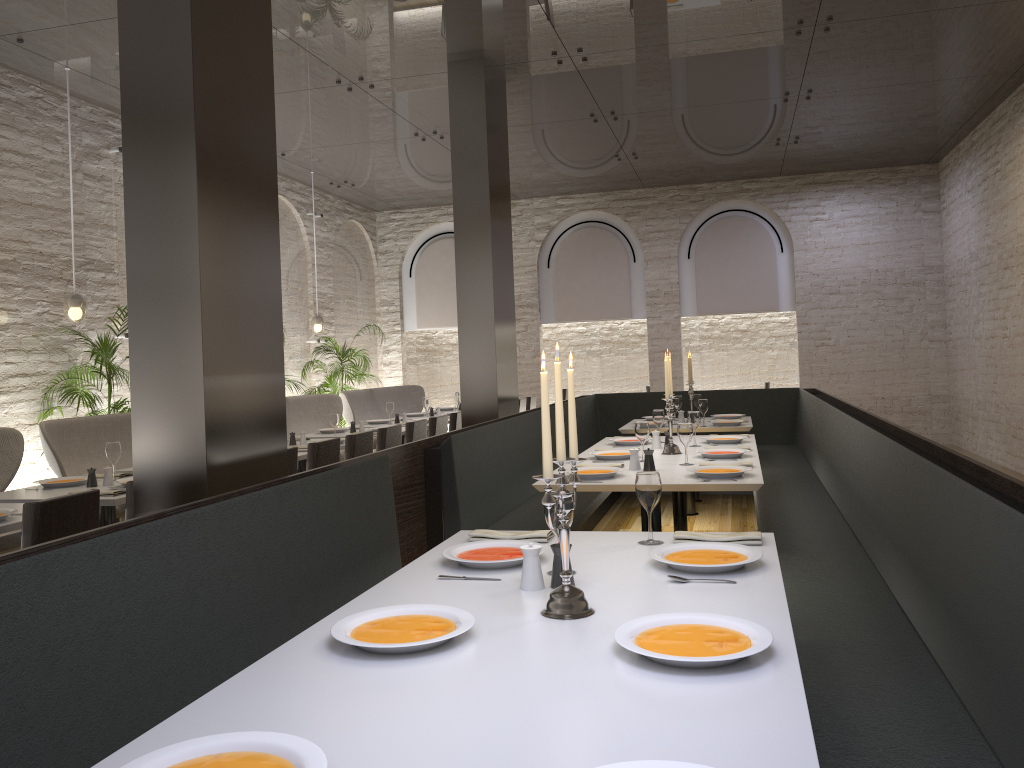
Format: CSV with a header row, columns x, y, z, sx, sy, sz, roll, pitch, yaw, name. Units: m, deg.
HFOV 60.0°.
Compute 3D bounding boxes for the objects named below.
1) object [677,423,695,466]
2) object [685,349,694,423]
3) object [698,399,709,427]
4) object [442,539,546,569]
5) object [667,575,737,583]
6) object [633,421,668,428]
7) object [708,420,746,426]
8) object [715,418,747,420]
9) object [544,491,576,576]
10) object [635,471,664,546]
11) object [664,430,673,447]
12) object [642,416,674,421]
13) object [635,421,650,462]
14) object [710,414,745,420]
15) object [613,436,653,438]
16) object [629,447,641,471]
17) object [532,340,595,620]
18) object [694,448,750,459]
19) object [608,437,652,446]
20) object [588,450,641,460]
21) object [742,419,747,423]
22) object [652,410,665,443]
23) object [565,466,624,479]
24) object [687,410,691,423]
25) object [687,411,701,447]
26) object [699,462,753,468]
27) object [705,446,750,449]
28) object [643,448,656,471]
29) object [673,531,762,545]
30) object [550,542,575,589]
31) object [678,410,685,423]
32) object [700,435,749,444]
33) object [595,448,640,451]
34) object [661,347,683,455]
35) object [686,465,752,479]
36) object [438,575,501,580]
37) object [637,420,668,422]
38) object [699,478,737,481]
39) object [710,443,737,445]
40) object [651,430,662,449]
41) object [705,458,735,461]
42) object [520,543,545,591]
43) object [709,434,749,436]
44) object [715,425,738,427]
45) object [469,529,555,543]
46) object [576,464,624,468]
x,y,z,sx,sy,sz,roll,pitch,yaw,name
0.961,0.332,4.899,0.086,0.231,0.086,-2,-1,-34,object
1.600,0.016,7.933,0.131,0.657,0.390,-3,0,25,object
1.604,0.243,7.419,0.086,0.231,0.086,-2,-1,-40,object
-0.055,0.528,2.718,0.321,0.036,0.322,-1,2,34,object
0.506,0.521,2.362,0.181,0.015,0.038,-2,1,16,object
1.202,0.353,7.639,0.321,0.036,0.321,-3,1,-10,object
1.816,0.332,7.480,0.321,0.036,0.321,-3,1,-10,object
1.949,0.323,7.892,0.273,0.033,0.143,-2,1,14,object
0.137,0.425,2.531,0.086,0.231,0.086,-3,-1,26,object
0.448,0.404,2.891,0.086,0.231,0.086,-3,-1,26,object
1.025,0.364,5.796,0.069,0.127,0.069,-2,0,8,object
1.387,0.327,8.362,0.321,0.036,0.321,-2,1,10,object
0.758,0.334,5.142,0.086,0.231,0.086,-3,-1,14,object
2.000,0.306,8.203,0.321,0.036,0.321,-3,2,-27,object
0.894,0.400,6.540,0.273,0.033,0.143,-2,1,14,object
0.660,0.404,4.770,0.068,0.127,0.069,-3,-1,37,object
0.121,0.222,2.139,0.131,0.657,0.390,-3,0,25,object
1.236,0.412,5.212,0.321,0.036,0.322,-1,2,34,object
0.833,0.404,6.195,0.321,0.036,0.321,-2,1,10,object
0.623,0.433,5.370,0.321,0.036,0.322,-1,2,34,object
1.911,0.328,7.742,0.273,0.033,0.143,-2,1,14,object
1.031,0.296,6.207,0.086,0.231,0.086,-3,-1,26,object
0.418,0.462,4.569,0.321,0.036,0.322,-2,1,12,object
1.572,0.291,7.803,0.069,0.127,0.068,-2,0,-34,object
1.208,0.298,5.865,0.086,0.231,0.086,-3,-1,26,object
1.144,0.435,4.739,0.273,0.033,0.143,-2,1,14,object
1.348,0.407,5.537,0.273,0.033,0.143,-2,1,14,object
0.727,0.403,4.702,0.069,0.127,0.068,-2,-1,-44,object
0.668,0.495,2.877,0.273,0.033,0.143,-2,1,14,object
0.134,0.486,2.379,0.069,0.127,0.069,-2,0,8,object
1.500,0.293,7.846,0.069,0.127,0.068,-2,0,-34,object
1.447,0.383,6.036,0.321,0.036,0.321,-2,1,10,object
0.681,0.429,5.707,0.273,0.033,0.143,-2,1,14,object
0.973,0.103,5.477,0.131,0.657,0.390,-3,0,25,object
1.032,0.441,4.410,0.321,0.036,0.321,-3,1,-10,object
-0.119,0.546,2.498,0.185,0.010,0.017,-2,1,14,object
1.284,0.346,8.068,0.273,0.033,0.143,-2,1,14,object
0.981,0.455,4.225,0.181,0.015,0.038,-2,1,16,object
1.397,0.397,5.855,0.181,0.015,0.038,-2,1,16,object
0.947,0.366,5.820,0.069,0.127,0.069,-2,0,8,object
1.185,0.427,5.022,0.181,0.015,0.038,-2,1,16,object
0.053,0.489,2.375,0.069,0.127,0.069,-2,0,8,object
1.560,0.377,6.370,0.273,0.033,0.143,-2,1,14,object
1.768,0.346,7.305,0.181,0.015,0.038,-2,1,16,object
0.002,0.518,3.047,0.273,0.033,0.143,-2,1,14,object
0.478,0.458,4.909,0.273,0.033,0.143,-2,1,14,object
